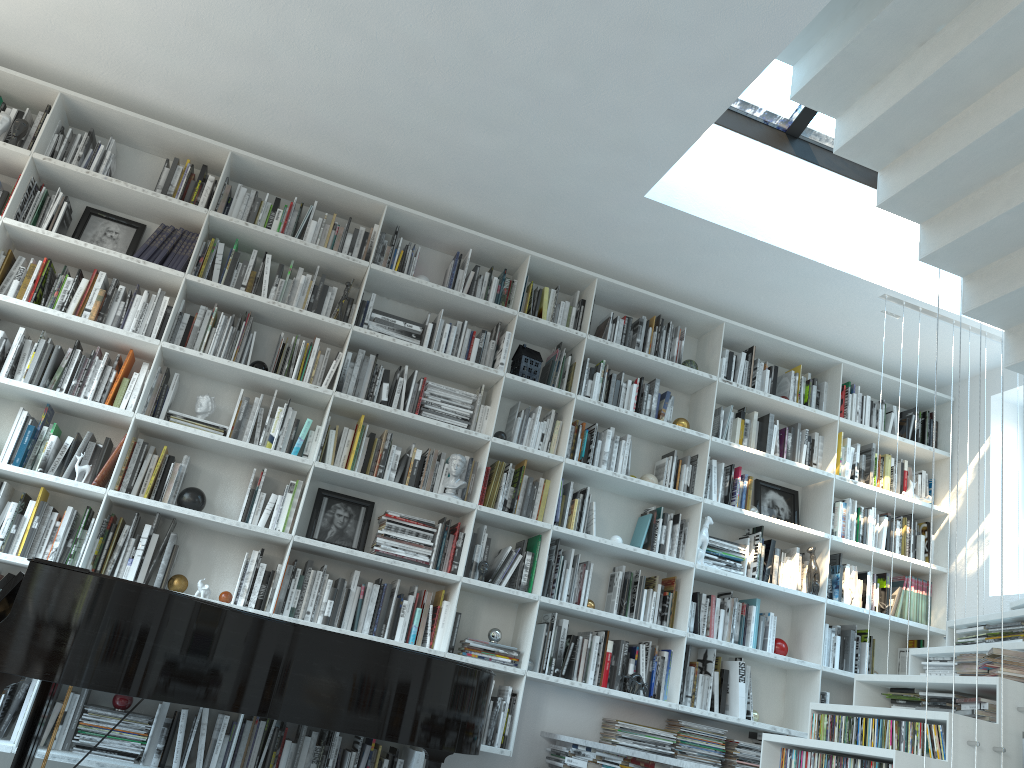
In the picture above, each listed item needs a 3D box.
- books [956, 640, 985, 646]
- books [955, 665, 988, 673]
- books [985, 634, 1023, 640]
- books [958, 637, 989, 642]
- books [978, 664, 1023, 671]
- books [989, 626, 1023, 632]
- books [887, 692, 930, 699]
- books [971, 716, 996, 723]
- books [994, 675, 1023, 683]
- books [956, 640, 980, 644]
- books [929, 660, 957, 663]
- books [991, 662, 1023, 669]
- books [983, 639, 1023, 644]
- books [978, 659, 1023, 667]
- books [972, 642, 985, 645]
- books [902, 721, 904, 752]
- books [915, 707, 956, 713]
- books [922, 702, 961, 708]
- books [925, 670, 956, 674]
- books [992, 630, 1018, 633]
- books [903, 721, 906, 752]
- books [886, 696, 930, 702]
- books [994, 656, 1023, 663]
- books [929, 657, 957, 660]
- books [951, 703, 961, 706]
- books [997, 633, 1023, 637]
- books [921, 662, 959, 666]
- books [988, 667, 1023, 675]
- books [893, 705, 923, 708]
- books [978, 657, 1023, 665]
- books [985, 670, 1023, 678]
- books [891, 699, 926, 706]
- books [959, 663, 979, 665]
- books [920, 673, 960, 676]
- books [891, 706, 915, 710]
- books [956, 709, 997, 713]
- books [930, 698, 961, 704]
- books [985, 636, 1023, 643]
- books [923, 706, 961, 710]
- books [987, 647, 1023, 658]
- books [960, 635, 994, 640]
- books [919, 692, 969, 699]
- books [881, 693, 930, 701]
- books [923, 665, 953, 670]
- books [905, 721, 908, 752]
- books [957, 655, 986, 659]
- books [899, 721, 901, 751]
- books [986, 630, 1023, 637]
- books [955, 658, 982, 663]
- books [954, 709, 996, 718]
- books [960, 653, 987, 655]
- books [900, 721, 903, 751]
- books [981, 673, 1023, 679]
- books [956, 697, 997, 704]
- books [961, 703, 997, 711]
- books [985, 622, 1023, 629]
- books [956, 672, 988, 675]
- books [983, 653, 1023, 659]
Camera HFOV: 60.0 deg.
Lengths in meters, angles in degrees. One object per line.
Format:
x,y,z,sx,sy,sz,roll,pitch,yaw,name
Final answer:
2.281,1.254,4.238,0.184,0.006,0.263,12,-21,0,books
2.093,1.266,3.885,0.178,0.035,0.222,15,-21,-9,books
2.283,1.149,3.958,0.187,0.009,0.262,13,-21,-4,books
2.283,1.240,4.243,0.171,0.011,0.232,13,-21,-4,books
2.096,1.187,3.645,0.295,0.006,0.147,5,-22,18,books
2.295,1.113,3.973,0.174,0.009,0.241,14,-21,-5,books
1.865,1.445,4.084,0.161,0.012,0.195,18,-22,-16,books
1.931,1.365,3.574,0.136,0.017,0.290,9,-21,8,books
2.092,1.231,3.646,0.215,0.013,0.190,5,-22,17,books
2.280,1.248,4.240,0.170,0.006,0.269,13,-21,-3,books
2.084,1.323,4.178,0.157,0.014,0.181,19,-22,-18,books
2.101,1.185,3.662,0.231,0.011,0.172,4,-22,20,books
2.271,1.171,3.949,0.182,0.013,0.288,12,-21,-1,books
2.099,1.170,3.651,0.295,0.007,0.146,6,-21,15,books
2.278,1.269,4.232,0.166,0.018,0.265,10,-21,4,books
1.594,1.409,3.502,0.125,0.125,0.008,17,-21,-14,books
1.912,1.435,3.857,0.184,0.013,0.226,18,-22,-16,books
1.916,1.411,3.866,0.189,0.012,0.156,16,-21,-11,books
2.086,1.367,4.165,0.143,0.019,0.231,17,-21,-15,books
2.303,1.124,3.970,0.144,0.011,0.258,14,-21,-7,books
1.597,1.406,3.493,0.125,0.125,0.010,17,-21,-14,books
1.860,1.460,4.078,0.160,0.009,0.208,19,-22,-17,books
2.107,1.160,3.674,0.184,0.016,0.180,7,-21,13,books
2.090,1.311,4.183,0.157,0.014,0.181,18,-21,-16,books
1.948,1.410,3.877,0.129,0.008,0.186,17,-21,-15,books
2.296,1.142,3.963,0.154,0.014,0.197,12,-21,-2,books
2.072,1.332,4.171,0.173,0.011,0.204,19,-22,-18,books
2.094,1.196,3.642,0.214,0.014,0.139,7,-21,12,books
1.867,1.493,4.070,0.132,0.010,0.198,16,-21,-10,books
2.101,1.163,3.654,0.295,0.007,0.146,5,-22,18,books
2.095,1.213,3.650,0.221,0.011,0.181,6,-21,16,books
1.863,1.476,4.074,0.140,0.022,0.181,20,-22,-20,books
2.090,1.253,3.922,0.159,0.012,0.129,12,-21,0,books
2.082,1.381,4.160,0.145,0.012,0.298,17,-21,-15,books
1.857,1.502,4.064,0.146,0.015,0.166,19,-22,-19,books
1.932,1.336,3.585,0.161,0.007,0.255,10,-21,5,books
1.945,1.397,3.880,0.133,0.017,0.179,16,-21,-10,books
2.272,1.158,3.954,0.191,0.014,0.244,12,-21,-2,books
1.927,1.426,3.865,0.150,0.013,0.220,15,-21,-9,books
2.110,1.134,3.676,0.233,0.025,0.158,3,-22,21,books
2.287,1.232,4.246,0.162,0.008,0.291,10,-21,4,books
1.925,1.375,3.879,0.177,0.014,0.194,19,-22,-19,books
1.844,1.448,4.076,0.198,0.006,0.189,18,-22,-17,books
2.085,1.349,4.170,0.150,0.016,0.240,18,-21,-16,books
1.600,1.404,3.485,0.125,0.125,0.009,17,-21,-14,books
2.099,1.224,3.915,0.166,0.017,0.191,16,-21,-11,books
1.589,1.413,3.515,0.125,0.125,0.007,17,-21,-14,books
2.287,1.129,3.966,0.176,0.007,0.255,14,-21,-6,books
2.097,1.237,3.908,0.218,0.012,0.156,11,-21,1,books
1.914,1.345,3.582,0.171,0.019,0.241,8,-21,10,books
2.100,1.213,3.924,0.155,0.009,0.155,17,-21,-14,books
1.592,1.411,3.508,0.125,0.125,0.008,17,-21,-14,books
2.096,1.227,3.658,0.254,0.007,0.189,7,-21,12,books
1.935,1.300,3.599,0.168,0.014,0.213,10,-21,5,books
1.943,1.321,3.591,0.141,0.028,0.223,10,-21,4,books
2.288,1.101,3.975,0.191,0.013,0.244,13,-21,-4,books
2.089,1.285,3.882,0.188,0.005,0.182,17,-21,-14,books
2.105,1.144,3.663,0.254,0.005,0.161,5,-22,17,books
